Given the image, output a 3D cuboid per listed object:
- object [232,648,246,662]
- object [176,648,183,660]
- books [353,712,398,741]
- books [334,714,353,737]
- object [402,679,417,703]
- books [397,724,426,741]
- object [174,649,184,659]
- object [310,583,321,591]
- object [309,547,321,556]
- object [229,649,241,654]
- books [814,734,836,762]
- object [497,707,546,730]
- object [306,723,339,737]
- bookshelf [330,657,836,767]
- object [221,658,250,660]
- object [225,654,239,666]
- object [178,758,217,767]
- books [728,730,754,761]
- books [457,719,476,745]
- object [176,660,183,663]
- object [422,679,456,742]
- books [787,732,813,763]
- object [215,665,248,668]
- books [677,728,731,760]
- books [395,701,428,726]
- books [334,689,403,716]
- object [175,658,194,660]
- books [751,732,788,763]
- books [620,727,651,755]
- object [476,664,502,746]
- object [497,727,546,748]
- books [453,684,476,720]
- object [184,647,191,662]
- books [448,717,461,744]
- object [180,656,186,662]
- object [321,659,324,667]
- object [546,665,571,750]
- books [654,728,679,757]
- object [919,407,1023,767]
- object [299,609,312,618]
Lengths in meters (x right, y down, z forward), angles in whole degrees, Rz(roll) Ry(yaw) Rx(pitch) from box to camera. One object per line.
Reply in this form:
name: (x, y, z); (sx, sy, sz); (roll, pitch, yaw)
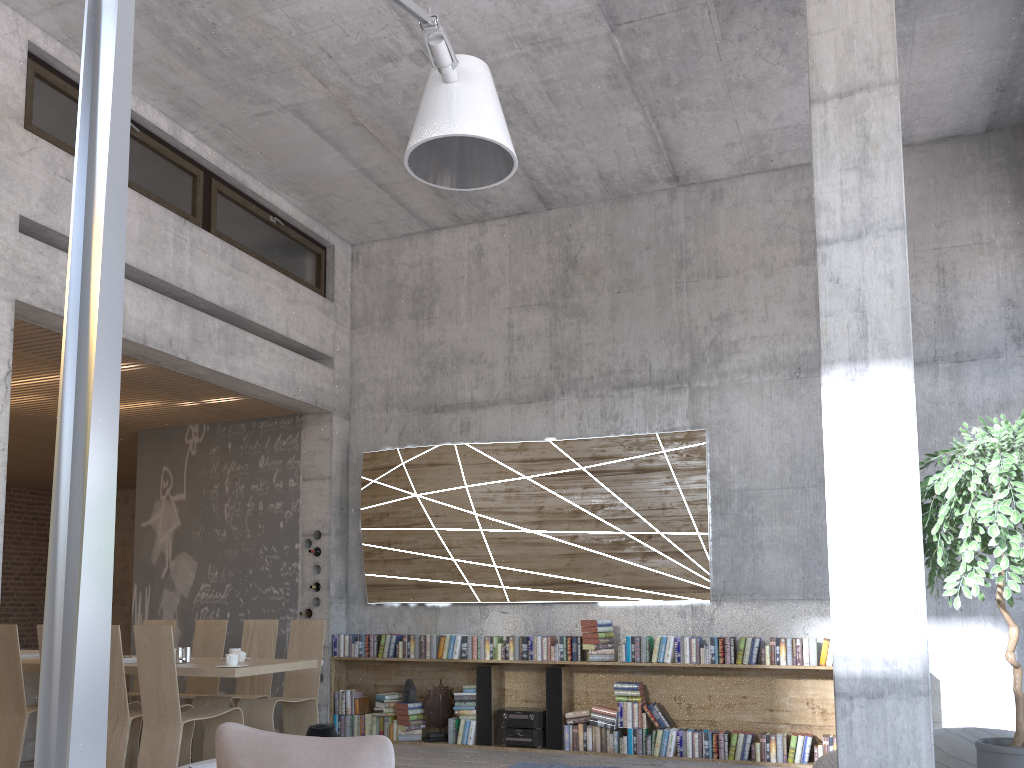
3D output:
object: (-2.133, 2.120, 6.855); (0.089, 0.109, 0.125); (-2, -11, 12)
object: (-2.556, 2.081, 6.738); (0.053, 0.107, 0.053); (3, -8, -23)
books: (-1.285, 3.323, 8.533); (0.496, 0.233, 0.247); (-5, -11, 21)
books: (-1.653, 3.363, 8.645); (0.274, 0.216, 0.208); (-5, -11, 21)
object: (-0.979, 2.923, 8.355); (0.146, 0.224, 0.138); (-3, -8, 18)
books: (-0.963, 3.312, 8.343); (0.262, 0.148, 0.253); (5, -13, -22)
object: (-2.729, 2.209, 7.169); (0.093, 0.086, 0.119); (0, -11, -4)
object: (-1.923, 2.046, 8.829); (0.094, 0.091, 0.354); (-4, -14, 21)
object: (-1.939, 1.692, 8.829); (0.090, 0.088, 0.342); (-4, -14, 21)
object: (-2.246, 2.191, 7.110); (0.093, 0.086, 0.119); (2, -11, -14)
books: (2.574, 2.936, 7.040); (0.279, 0.216, 0.213); (-4, -11, 20)
object: (0.111, 3.050, 8.006); (0.442, 0.158, 0.310); (-5, -13, 21)
object: (-1.107, 2.076, 5.135); (0.302, 0.165, 0.305); (-2, -12, 9)
bookshelf: (0.744, 2.861, 7.783); (5.341, 0.789, 0.308); (-6, -8, 21)
object: (-2.240, 2.228, 7.099); (0.186, 0.013, 0.189); (-7, -15, 24)
object: (-1.997, 1.975, 6.262); (0.093, 0.086, 0.119); (4, -12, -24)
object: (-1.181, 2.300, 4.957); (1.055, 0.492, 1.619); (-11, -17, 39)
books: (1.901, 3.000, 7.278); (0.200, 0.224, 0.193); (-4, -10, 21)
books: (-0.392, 3.230, 8.160); (0.200, 0.224, 0.193); (-4, -10, 21)
object: (-2.530, 2.110, 6.675); (0.051, 0.019, 0.052); (-1, -13, 4)
object: (-0.684, 3.093, 8.348); (0.344, 0.558, 0.199); (2, -7, -19)
books: (2.347, 2.962, 7.138); (0.200, 0.224, 0.193); (-4, -10, 21)
object: (-2.003, 2.020, 6.270); (0.185, 0.013, 0.190); (-2, -14, 7)
books: (1.616, 3.029, 7.381); (0.419, 0.216, 0.208); (-5, -11, 21)
books: (-0.957, 3.137, 8.350); (0.191, 0.206, 0.249); (-9, -14, 42)
books: (-1.386, 3.125, 8.588); (0.720, 0.257, 0.306); (-7, -12, 26)
object: (-2.725, 2.245, 7.157); (0.187, 0.013, 0.188); (-10, -17, 33)
books: (2.112, 2.977, 7.186); (0.279, 0.216, 0.213); (-4, -11, 20)
books: (1.063, 3.077, 7.579); (0.227, 0.216, 0.219); (-4, -11, 21)
object: (-0.213, 2.998, 8.166); (0.153, 0.745, 0.277); (-3, -7, 21)
object: (0.114, 3.209, 7.996); (0.442, 0.160, 0.299); (-5, -13, 21)
books: (-0.401, 2.978, 8.218); (0.252, 0.317, 0.222); (-4, -9, 23)
object: (-2.499, 2.083, 6.752); (0.053, 0.109, 0.053); (3, -8, -23)
books: (-0.531, 3.248, 8.230); (0.074, 0.216, 0.208); (-3, -10, 21)
object: (-2.511, 2.101, 6.692); (0.051, 0.044, 0.052); (-9, -13, 39)
object: (-1.874, 2.770, 8.738); (0.095, 0.093, 0.345); (-4, -14, 21)
object: (0.420, 2.932, 7.919); (0.153, 0.745, 0.277); (-3, -7, 21)
books: (1.318, 3.048, 7.468); (0.200, 0.224, 0.193); (-4, -10, 21)
object: (2.350, 1.045, 4.104); (1.001, 1.828, 0.986); (1, -8, -12)
object: (-2.022, 2.302, 8.802); (0.095, 0.093, 0.345); (-4, -14, 21)
